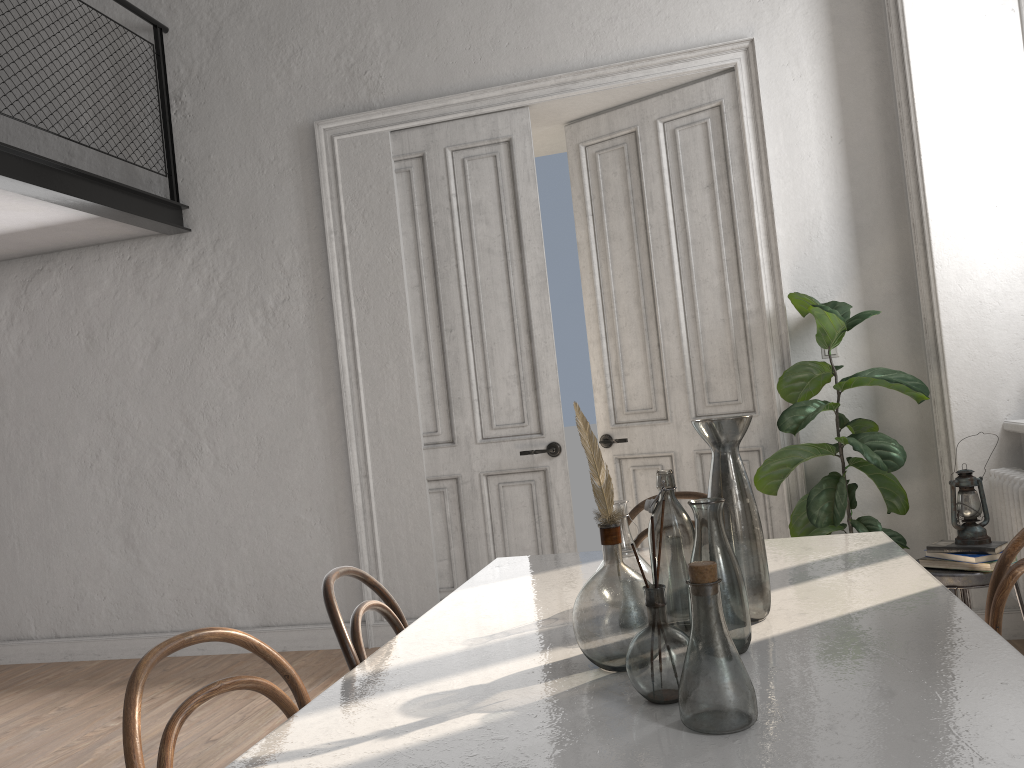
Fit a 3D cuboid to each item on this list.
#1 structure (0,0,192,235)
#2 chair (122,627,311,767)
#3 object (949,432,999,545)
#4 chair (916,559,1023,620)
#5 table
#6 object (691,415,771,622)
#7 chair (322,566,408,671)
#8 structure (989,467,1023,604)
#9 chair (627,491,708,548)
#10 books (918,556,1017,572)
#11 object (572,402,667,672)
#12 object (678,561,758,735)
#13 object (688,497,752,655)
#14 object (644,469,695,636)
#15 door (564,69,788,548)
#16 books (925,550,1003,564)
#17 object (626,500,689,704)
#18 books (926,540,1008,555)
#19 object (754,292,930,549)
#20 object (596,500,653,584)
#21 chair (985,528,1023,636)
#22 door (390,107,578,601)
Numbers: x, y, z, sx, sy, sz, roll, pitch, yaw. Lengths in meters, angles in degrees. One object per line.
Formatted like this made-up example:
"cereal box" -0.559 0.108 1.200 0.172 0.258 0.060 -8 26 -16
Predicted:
"structure" -4.610 -1.267 2.747 4.159 1.213 5.927 -7 -2 13
"chair" -0.244 0.832 1.326 0.549 0.920 0.438 -7 -1 24
"object" 1.565 0.353 3.026 0.154 0.383 0.163 -6 -1 -13
"chair" 1.567 0.884 3.071 0.360 0.522 0.364 -6 -1 -13
"table" 0.279 0.849 1.485 1.100 0.779 2.200 -6 -2 13
"object" 0.421 0.255 1.693 0.116 0.383 0.116 -7 -1 24
"chair" -0.076 0.830 1.888 0.549 0.920 0.438 -6 -1 9
"structure" 1.295 -1.122 1.295 0.340 4.473 5.182 -6 -1 13
"chair" 0.470 0.787 2.441 0.438 0.920 0.549 -7 -1 21
"books" 1.566 0.607 3.052 0.194 0.034 0.246 -5 -2 -37
"object" 0.163 0.245 1.476 0.157 0.446 0.156 -7 -1 31
"object" 0.264 0.343 1.177 0.101 0.211 0.101 -5 -2 -38
"object" 0.342 0.322 1.494 0.100 0.255 0.098 -6 -1 -10
"object" 0.295 0.307 1.622 0.086 0.301 0.086 -6 -1 -1
"door" 0.879 -0.147 4.747 1.097 2.814 0.216 -7 -1 38
"books" 1.563 0.581 3.040 0.162 0.029 0.232 -6 -2 -16
"object" 0.209 0.317 1.293 0.107 0.283 0.107 -6 -1 8
"books" 1.561 0.559 3.039 0.147 0.027 0.221 -5 -2 -45
"object" 0.678 0.274 1.578 0.792 1.842 5.826 -7 -2 18
"object" 0.236 0.364 1.911 0.132 0.219 0.132 -6 -1 2
"chair" 0.832 0.726 1.669 0.549 0.920 0.438 -6 -1 11
"door" -0.284 -0.019 4.847 1.097 2.814 0.216 -6 -1 14
